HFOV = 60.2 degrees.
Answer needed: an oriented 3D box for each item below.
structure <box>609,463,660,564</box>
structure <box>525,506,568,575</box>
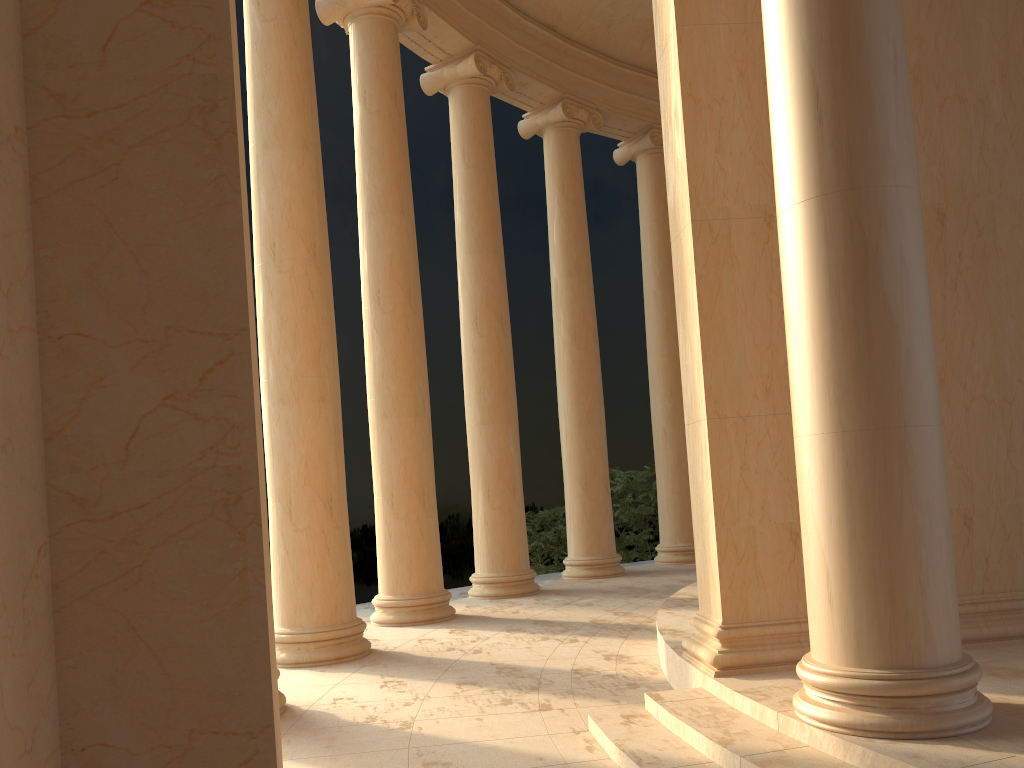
[{"bbox_3d":[236.149,290.397,1602.652,247.087,298.542,238.632,-4,-4,-2],"label":"structure"},{"bbox_3d":[49.201,306.136,1515.161,149.349,187.730,156.145,-5,-4,7],"label":"structure"}]
